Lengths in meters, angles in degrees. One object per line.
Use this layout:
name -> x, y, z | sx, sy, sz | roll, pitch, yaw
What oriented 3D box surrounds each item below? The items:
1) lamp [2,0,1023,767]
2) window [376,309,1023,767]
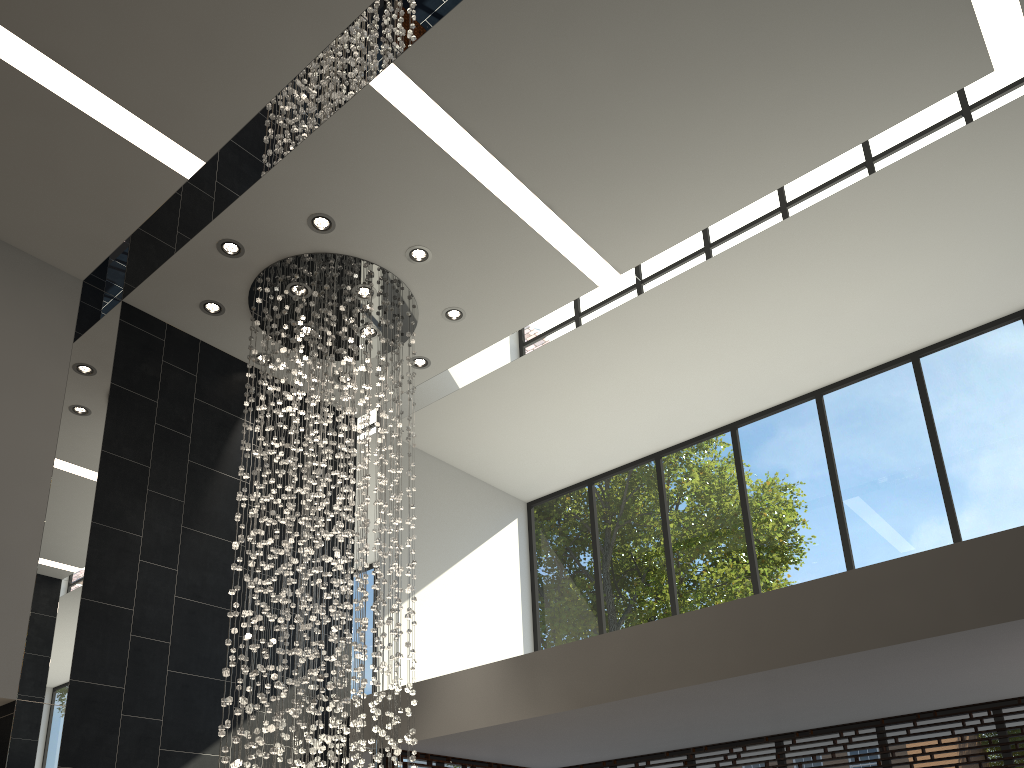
lamp -> -5.458, -39.682, 14.844 | 404.864, 104.530, 431.883 | 11, -33, -22
window -> 1.938, 2.307, 6.546 | 6.408, 5.475, 2.469 | -24, -31, 35
